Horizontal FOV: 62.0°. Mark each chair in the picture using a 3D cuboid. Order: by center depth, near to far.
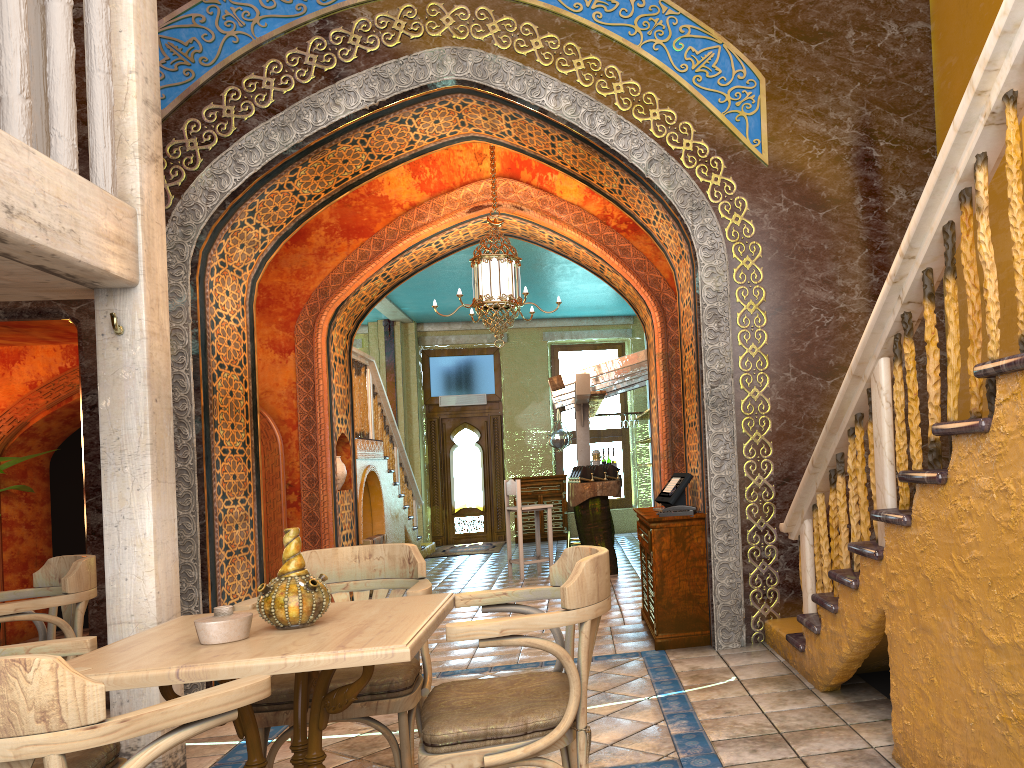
[{"bbox_3d":[-1.044,1.195,2.107,0.716,1.179,0.757,-4,-2,26],"label":"chair"},{"bbox_3d":[-1.651,1.276,2.547,0.731,1.179,0.745,-3,-2,-9],"label":"chair"},{"bbox_3d":[0.032,1.227,3.140,0.731,1.179,0.745,-3,-2,-9],"label":"chair"},{"bbox_3d":[-0.727,1.335,3.762,0.806,1.179,0.677,-3,-2,-5],"label":"chair"},{"bbox_3d":[-2.524,1.502,4.324,0.780,1.179,0.690,-2,-3,-44],"label":"chair"},{"bbox_3d":[0.241,1.955,11.646,0.547,1.337,0.455,-3,-1,-28],"label":"chair"}]

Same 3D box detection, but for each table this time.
[{"bbox_3d":[-0.778,1.335,2.908,1.083,1.003,1.031,-3,-3,-3],"label":"table"}]

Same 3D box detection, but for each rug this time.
[{"bbox_3d":[-0.815,3.094,16.022,1.338,0.039,2.362,-4,-6,1],"label":"rug"}]

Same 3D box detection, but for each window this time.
[{"bbox_3d":[1.637,0.876,17.488,1.586,3.421,0.085,-3,-1,-9],"label":"window"}]

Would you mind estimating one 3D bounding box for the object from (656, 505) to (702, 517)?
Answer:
[{"bbox_3d":[1.330,1.017,6.804,0.387,0.086,0.338,-5,-5,12],"label":"object"}]

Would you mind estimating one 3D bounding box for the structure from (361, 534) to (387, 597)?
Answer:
[{"bbox_3d":[-1.769,2.334,11.025,0.110,0.688,0.998,-3,-4,4],"label":"structure"}]

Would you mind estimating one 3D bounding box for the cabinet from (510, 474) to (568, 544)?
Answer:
[{"bbox_3d":[0.580,2.477,16.855,1.151,1.304,0.597,-3,-1,-7],"label":"cabinet"}]

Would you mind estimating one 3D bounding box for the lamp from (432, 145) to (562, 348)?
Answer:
[{"bbox_3d":[-0.178,-1.545,8.632,1.325,2.366,1.097,-3,-1,-4],"label":"lamp"}]

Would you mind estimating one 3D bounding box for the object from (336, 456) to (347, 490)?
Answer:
[{"bbox_3d":[-2.022,1.018,9.712,0.241,0.384,0.263,-4,-2,14],"label":"object"}]

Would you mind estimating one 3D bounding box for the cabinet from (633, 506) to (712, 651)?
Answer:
[{"bbox_3d":[1.362,1.620,7.337,0.501,1.052,1.473,-3,-4,2],"label":"cabinet"}]

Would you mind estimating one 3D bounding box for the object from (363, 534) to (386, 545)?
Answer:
[{"bbox_3d":[-1.766,2.245,11.011,0.153,0.555,0.870,-3,-4,3],"label":"object"}]

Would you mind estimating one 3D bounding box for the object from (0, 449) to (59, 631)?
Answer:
[{"bbox_3d":[-5.280,1.449,8.357,1.100,2.424,1.308,-4,-2,22],"label":"object"}]

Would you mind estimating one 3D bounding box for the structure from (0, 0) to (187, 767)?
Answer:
[{"bbox_3d":[-6.937,-1.157,0.100,10.109,6.488,6.735,-3,-3,-5],"label":"structure"}]

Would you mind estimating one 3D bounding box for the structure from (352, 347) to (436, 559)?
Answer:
[{"bbox_3d":[-2.585,1.399,12.982,1.827,3.140,5.792,-4,-4,2],"label":"structure"}]

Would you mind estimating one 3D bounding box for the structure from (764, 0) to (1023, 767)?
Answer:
[{"bbox_3d":[2.645,0.226,4.257,1.867,3.140,6.372,-4,-5,3],"label":"structure"}]

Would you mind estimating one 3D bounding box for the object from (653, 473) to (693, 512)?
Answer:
[{"bbox_3d":[1.369,0.923,7.257,0.267,0.318,0.434,-3,-4,-10],"label":"object"}]

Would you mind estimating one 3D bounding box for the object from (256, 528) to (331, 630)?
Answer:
[{"bbox_3d":[-0.748,0.661,2.916,0.230,0.335,0.234,-4,-2,6],"label":"object"}]
